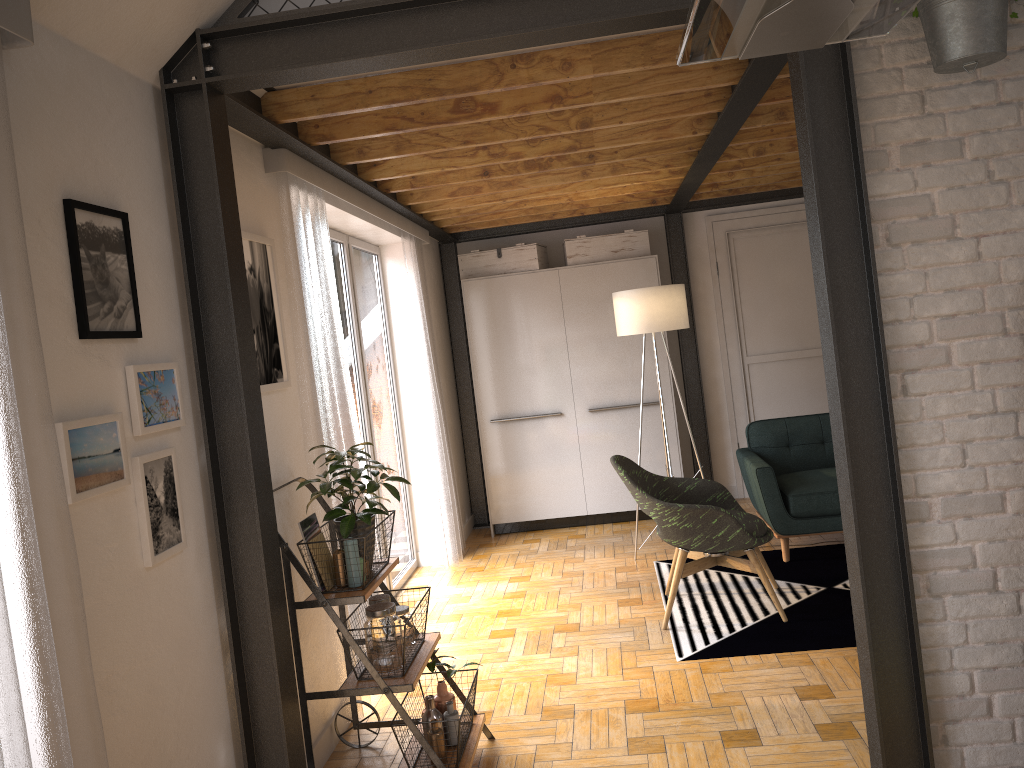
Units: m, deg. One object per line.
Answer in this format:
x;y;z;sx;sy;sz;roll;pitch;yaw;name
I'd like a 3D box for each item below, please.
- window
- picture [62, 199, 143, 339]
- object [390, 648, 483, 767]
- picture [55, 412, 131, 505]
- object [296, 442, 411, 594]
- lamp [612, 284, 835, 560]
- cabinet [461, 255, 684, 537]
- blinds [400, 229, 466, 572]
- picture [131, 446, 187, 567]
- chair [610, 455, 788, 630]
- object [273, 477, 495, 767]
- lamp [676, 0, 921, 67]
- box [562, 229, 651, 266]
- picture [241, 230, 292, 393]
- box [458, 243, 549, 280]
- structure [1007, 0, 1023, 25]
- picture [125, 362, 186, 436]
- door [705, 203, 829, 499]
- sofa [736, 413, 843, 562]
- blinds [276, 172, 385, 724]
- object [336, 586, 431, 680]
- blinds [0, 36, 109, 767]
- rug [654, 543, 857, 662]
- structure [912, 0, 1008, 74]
2.918;-1.178;1.912;8.625;4.464;7.796;-7;2;6;window
-1.024;-0.281;2.229;0.021;0.336;0.261;-7;1;6;picture
-0.245;1.133;3.120;0.276;0.290;0.440;-7;2;6;object
-0.985;0.169;2.089;0.023;0.183;0.251;-7;2;6;picture
-0.585;0.451;3.149;0.395;0.475;0.493;-6;2;18;object
1.829;0.153;5.430;2.355;1.718;0.572;-6;1;14;lamp
0.505;0.083;7.120;1.505;2.002;0.809;-7;1;6;cabinet
-0.519;0.071;6.096;0.124;2.285;0.668;-7;1;5;blinds
-0.939;0.322;2.366;0.022;0.284;0.201;-7;1;5;picture
0.943;0.753;4.562;0.782;0.830;0.754;-7;2;12;chair
-0.465;0.864;3.140;0.631;1.078;0.579;-7;1;6;object
0.175;-1.290;0.475;0.269;1.818;1.348;-7;1;6;lamp
0.732;-1.057;6.952;0.641;0.218;0.376;-7;2;1;box
-0.914;-0.259;3.212;0.023;0.575;0.415;-7;1;6;picture
-0.065;-0.965;7.015;0.640;0.218;0.377;-6;2;16;box
1.091;-1.742;2.444;2.126;1.679;0.431;-7;1;6;structure
-0.965;0.035;2.408;0.023;0.183;0.251;-7;2;6;picture
2.290;-0.280;7.100;1.199;2.299;0.088;-7;0;6;door
2.456;0.545;5.476;1.972;0.782;0.825;-7;2;6;sofa
-0.739;0.208;3.857;0.124;2.281;0.668;-7;1;7;blinds
-0.434;0.866;3.134;0.238;0.215;0.440;-7;2;6;object
-0.940;0.347;1.573;0.187;2.287;0.750;-7;1;0;blinds
2.540;0.978;4.581;3.498;0.010;1.703;-7;3;6;rug
1.155;-1.132;2.294;0.437;0.652;0.424;-6;1;36;structure
